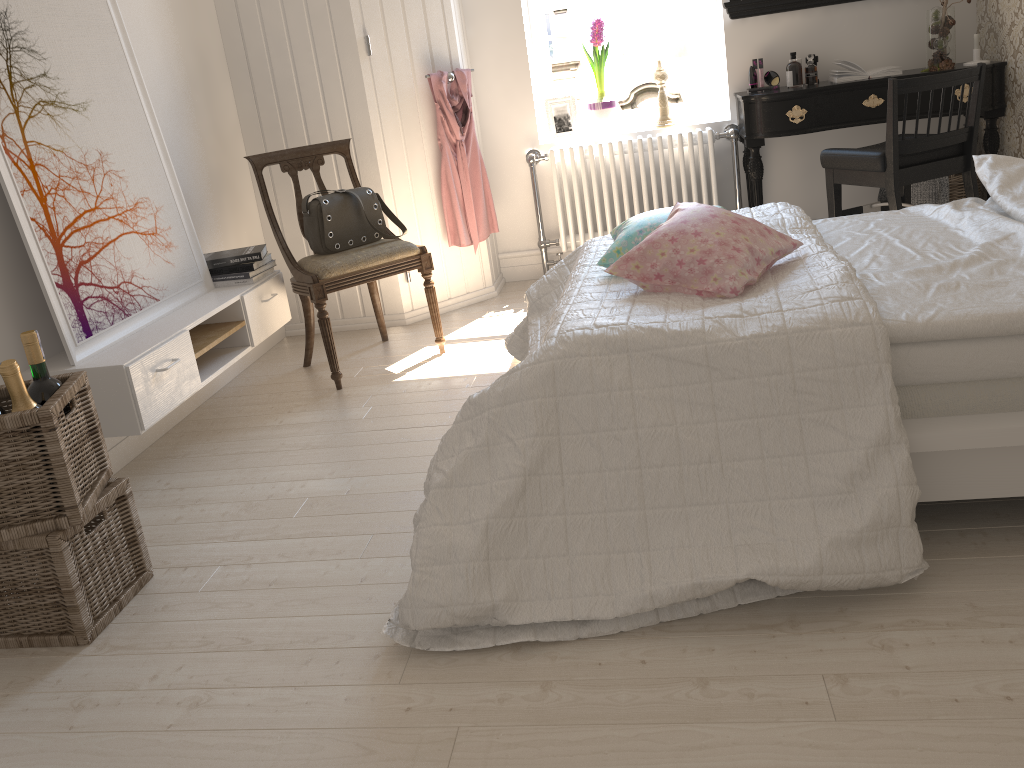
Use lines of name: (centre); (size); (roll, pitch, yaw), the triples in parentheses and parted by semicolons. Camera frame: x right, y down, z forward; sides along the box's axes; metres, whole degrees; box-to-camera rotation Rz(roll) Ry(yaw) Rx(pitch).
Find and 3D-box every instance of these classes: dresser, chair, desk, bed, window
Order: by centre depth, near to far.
bed: (0.927, -0.194, 2.397); (2.207, 0.616, 2.009); (-5, 19, 10)
chair: (1.573, -0.810, 3.539); (0.460, 0.841, 0.466); (-14, 17, -19)
chair: (-0.680, -0.520, 3.583); (0.528, 0.869, 0.543); (-19, 19, -33)
desk: (1.643, -0.994, 4.081); (1.103, 0.804, 0.447); (-5, 16, 10)
dresser: (-0.732, -1.589, 4.131); (1.023, 2.521, 0.720); (-6, 15, 10)
window: (0.517, -2.175, 4.414); (0.947, 1.740, 0.113); (-5, 15, 10)

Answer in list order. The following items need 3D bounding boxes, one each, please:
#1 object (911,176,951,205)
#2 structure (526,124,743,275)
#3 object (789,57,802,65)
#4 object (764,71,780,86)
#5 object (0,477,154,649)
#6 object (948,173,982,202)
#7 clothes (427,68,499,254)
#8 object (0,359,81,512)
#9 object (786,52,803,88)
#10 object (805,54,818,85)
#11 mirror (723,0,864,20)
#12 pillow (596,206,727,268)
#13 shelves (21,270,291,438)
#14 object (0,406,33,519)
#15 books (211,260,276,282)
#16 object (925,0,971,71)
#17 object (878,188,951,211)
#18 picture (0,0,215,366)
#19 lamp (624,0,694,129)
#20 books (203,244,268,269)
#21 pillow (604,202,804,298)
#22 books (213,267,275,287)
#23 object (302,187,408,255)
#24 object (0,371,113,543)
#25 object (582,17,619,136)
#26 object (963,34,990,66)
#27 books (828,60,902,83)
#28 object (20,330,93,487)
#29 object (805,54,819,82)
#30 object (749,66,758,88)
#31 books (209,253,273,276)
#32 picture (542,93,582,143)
object: (1.934, -0.811, 4.058); (0.355, 0.347, 0.292); (-22, 22, -38)
structure: (0.624, -0.888, 4.409); (1.066, 0.666, 0.170); (-5, 15, 10)
object: (1.333, -1.466, 4.142); (0.058, 0.131, 0.058); (-17, 17, -28)
object: (1.203, -1.421, 4.130); (0.084, 0.084, 0.080); (-22, 22, -38)
object: (-1.053, 0.407, 2.039); (0.275, 0.264, 0.284); (-5, 17, 10)
object: (1.964, -0.837, 4.084); (0.395, 0.422, 0.402); (6, 22, 40)
clothes: (-0.232, -1.046, 4.184); (0.093, 0.856, 0.337); (3, 19, 38)
object: (-1.028, 0.109, 1.909); (0.094, 0.352, 0.130); (-11, 15, -9)
object: (1.296, -1.443, 4.054); (0.070, 0.154, 0.072); (-7, 15, 5)
object: (1.377, -1.448, 4.065); (0.055, 0.135, 0.054); (-21, 20, -39)
mirror: (1.513, -2.028, 4.005); (1.116, 0.559, 0.068); (-5, 15, 10)
pillow: (0.437, -0.410, 2.502); (0.361, 0.164, 0.393); (-3, 19, 15)
shelves: (-1.121, -0.143, 3.011); (0.367, 0.205, 1.147); (-5, 20, 10)
object: (-1.160, 0.124, 1.961); (0.096, 0.324, 0.288); (-16, 19, -28)
books: (-1.074, -0.434, 3.402); (0.258, 0.022, 0.218); (-3, 20, 15)
object: (1.895, -1.623, 3.727); (0.319, 0.585, 0.552); (-13, 18, -18)
object: (1.893, -0.836, 4.096); (0.366, 0.324, 0.311); (-5, 17, 11)
picture: (-1.329, -0.740, 2.763); (0.163, 1.134, 0.877); (-6, 17, 10)
lamp: (0.728, -1.601, 4.373); (0.339, 0.637, 0.350); (-2, 17, 22)
books: (-1.082, -0.486, 3.390); (0.259, 0.031, 0.196); (-10, 19, -6)
pillow: (0.484, -0.338, 2.218); (0.355, 0.197, 0.402); (8, 24, 40)
books: (-1.064, -0.410, 3.398); (0.241, 0.022, 0.197); (-4, 20, 12)
object: (-0.641, -0.672, 3.532); (0.406, 0.242, 0.215); (-21, 21, -33)
object: (-1.094, 0.161, 1.963); (0.276, 0.264, 0.282); (-11, 17, -8)
object: (0.442, -1.549, 4.452); (0.156, 0.564, 0.160); (-9, 15, -4)
object: (2.010, -1.447, 3.818); (0.105, 0.128, 0.107); (8, 23, 43)
books: (1.600, -1.441, 4.015); (0.278, 0.093, 0.232); (-4, 19, 12)
object: (-1.053, 0.060, 2.016); (0.095, 0.368, 0.097); (-1, 17, 26)
object: (1.414, -1.482, 4.154); (0.058, 0.131, 0.058); (-17, 17, -28)
object: (1.135, -1.437, 4.153); (0.055, 0.117, 0.031); (-22, 20, -40)
books: (-1.070, -0.457, 3.391); (0.239, 0.027, 0.196); (-5, 20, 8)
picture: (0.256, -1.351, 4.488); (0.177, 0.220, 0.051); (-11, 15, -10)
